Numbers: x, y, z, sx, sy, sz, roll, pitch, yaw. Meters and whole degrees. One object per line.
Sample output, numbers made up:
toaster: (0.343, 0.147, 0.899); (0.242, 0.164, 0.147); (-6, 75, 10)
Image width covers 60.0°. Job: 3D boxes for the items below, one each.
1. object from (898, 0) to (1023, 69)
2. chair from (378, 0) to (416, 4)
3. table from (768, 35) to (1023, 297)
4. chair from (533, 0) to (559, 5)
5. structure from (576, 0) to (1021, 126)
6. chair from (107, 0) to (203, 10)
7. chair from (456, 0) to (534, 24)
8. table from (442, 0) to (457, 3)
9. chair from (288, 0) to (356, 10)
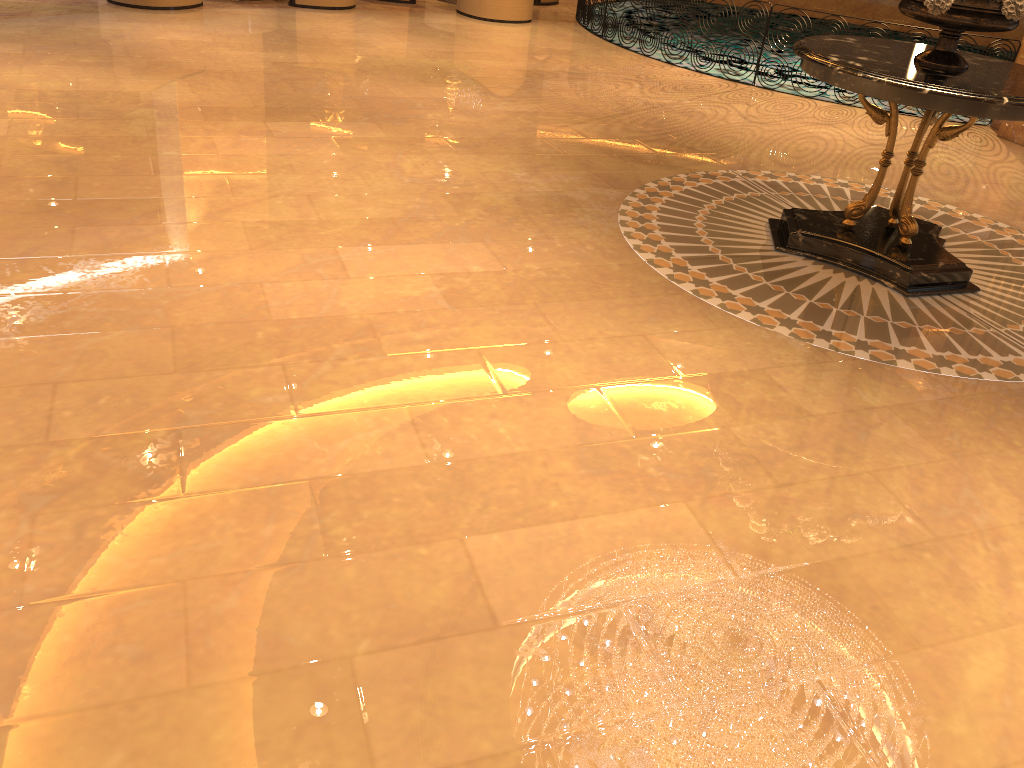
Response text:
object: (2.352, -2.131, 4.480); (1.277, 0.999, 1.318); (11, 31, 6)
chair: (-1.638, -5.526, 11.515); (0.769, 0.916, 0.951); (0, 32, -12)
table: (2.212, -1.256, 5.031); (1.493, 1.089, 1.493); (-10, 35, -26)
chair: (0.331, -6.042, 12.787); (0.951, 0.916, 0.769); (31, 38, 34)
structure: (2.753, -4.921, 11.712); (3.815, 0.995, 7.624); (4, 31, -5)
chair: (-3.873, -4.497, 9.333); (0.951, 0.916, 0.769); (13, 31, 9)
chair: (-0.120, -5.032, 11.010); (0.951, 0.916, 0.769); (-9, 34, -25)
table: (-0.580, -5.484, 12.215); (1.196, 0.354, 1.196); (9, 31, 3)
chair: (-2.222, -5.001, 10.518); (0.769, 0.916, 0.951); (3, 31, -8)
